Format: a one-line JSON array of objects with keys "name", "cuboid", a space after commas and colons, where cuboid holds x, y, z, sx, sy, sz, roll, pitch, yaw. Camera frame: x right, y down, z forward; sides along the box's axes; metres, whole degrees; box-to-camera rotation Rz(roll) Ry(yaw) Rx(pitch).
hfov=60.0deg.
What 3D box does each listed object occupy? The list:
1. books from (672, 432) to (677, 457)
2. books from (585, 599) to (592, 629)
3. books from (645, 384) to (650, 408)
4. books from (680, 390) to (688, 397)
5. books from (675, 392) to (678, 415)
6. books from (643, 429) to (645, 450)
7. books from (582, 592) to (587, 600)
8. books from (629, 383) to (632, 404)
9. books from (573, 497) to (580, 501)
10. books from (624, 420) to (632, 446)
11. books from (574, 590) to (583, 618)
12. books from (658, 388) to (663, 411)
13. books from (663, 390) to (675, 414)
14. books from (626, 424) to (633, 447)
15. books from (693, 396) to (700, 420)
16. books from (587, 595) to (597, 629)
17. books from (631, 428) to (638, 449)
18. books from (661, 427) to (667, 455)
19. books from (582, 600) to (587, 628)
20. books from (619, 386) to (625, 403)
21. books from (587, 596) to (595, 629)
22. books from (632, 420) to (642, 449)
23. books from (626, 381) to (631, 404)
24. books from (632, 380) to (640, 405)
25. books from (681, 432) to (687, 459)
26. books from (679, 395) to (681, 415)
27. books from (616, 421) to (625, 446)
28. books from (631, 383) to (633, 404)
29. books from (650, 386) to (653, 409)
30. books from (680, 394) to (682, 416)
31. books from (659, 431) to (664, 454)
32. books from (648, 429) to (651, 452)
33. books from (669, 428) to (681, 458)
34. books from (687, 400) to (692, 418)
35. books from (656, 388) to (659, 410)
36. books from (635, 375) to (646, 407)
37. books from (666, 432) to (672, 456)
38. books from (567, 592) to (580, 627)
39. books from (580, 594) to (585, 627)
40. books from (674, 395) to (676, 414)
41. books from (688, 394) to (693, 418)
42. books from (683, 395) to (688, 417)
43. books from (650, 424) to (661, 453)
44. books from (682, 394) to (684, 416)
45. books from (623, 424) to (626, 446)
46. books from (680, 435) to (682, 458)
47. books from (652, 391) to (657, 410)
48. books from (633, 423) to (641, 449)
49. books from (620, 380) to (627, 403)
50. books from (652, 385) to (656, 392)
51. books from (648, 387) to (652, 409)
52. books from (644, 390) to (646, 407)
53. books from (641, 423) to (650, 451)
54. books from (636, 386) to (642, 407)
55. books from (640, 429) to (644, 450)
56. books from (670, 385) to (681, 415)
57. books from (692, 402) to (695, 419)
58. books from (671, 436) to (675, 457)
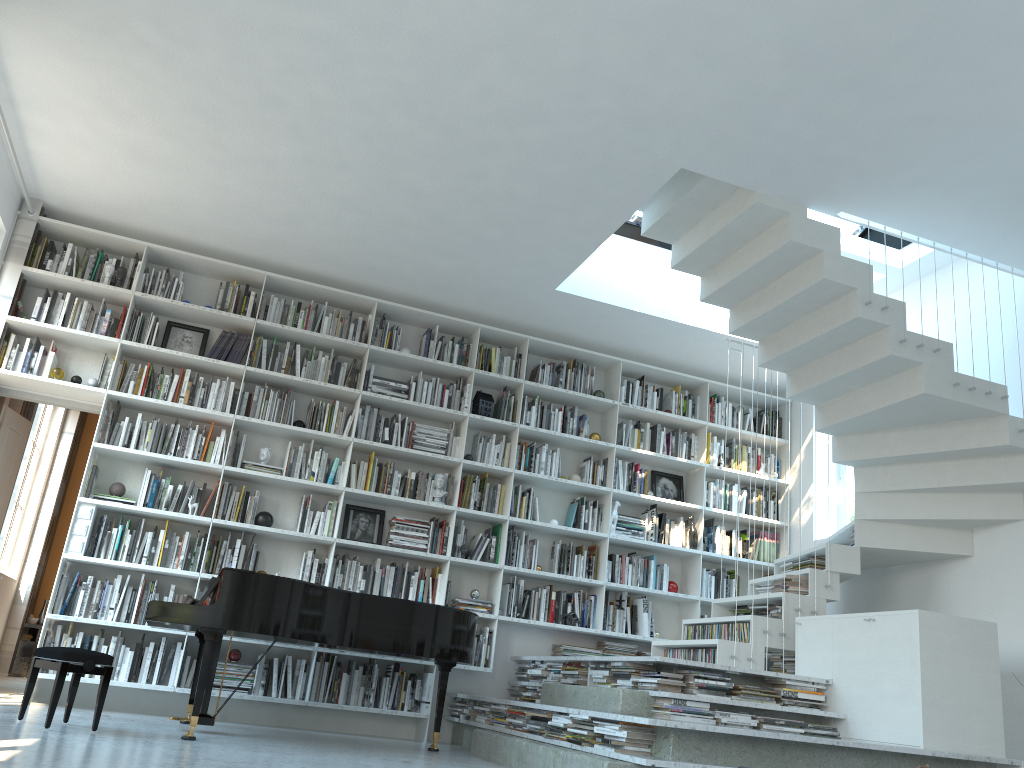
[{"name": "books", "cuboid": [1.360, 0.553, 7.596, 0.023, 0.263, 0.156, 13, -20, -17]}, {"name": "books", "cuboid": [0.569, 1.801, 6.914, 0.025, 0.227, 0.176, 13, -20, -17]}, {"name": "books", "cuboid": [1.129, 0.146, 7.621, 0.014, 0.261, 0.168, 13, -20, -17]}, {"name": "books", "cuboid": [1.489, 0.215, 7.756, 0.020, 0.298, 0.131, 13, -20, -17]}, {"name": "books", "cuboid": [1.385, 0.210, 7.704, 0.016, 0.251, 0.189, 13, -20, -17]}, {"name": "books", "cuboid": [1.080, 0.509, 7.520, 0.024, 0.235, 0.147, 13, -20, -17]}, {"name": "books", "cuboid": [0.544, 1.780, 6.945, 0.012, 0.281, 0.144, 13, -20, -17]}, {"name": "books", "cuboid": [0.968, 0.127, 7.571, 0.024, 0.230, 0.169, 13, -20, -17]}, {"name": "books", "cuboid": [0.511, 1.062, 7.142, 0.016, 0.289, 0.135, 13, -20, -17]}, {"name": "books", "cuboid": [0.941, 0.451, 7.470, 0.052, 0.281, 0.167, 13, -20, -17]}, {"name": "books", "cuboid": [0.506, 1.761, 6.921, 0.013, 0.292, 0.135, 13, -20, -17]}, {"name": "books", "cuboid": [1.248, 0.178, 7.664, 0.030, 0.256, 0.165, 13, -20, -17]}, {"name": "books", "cuboid": [1.357, 0.199, 7.687, 0.019, 0.255, 0.169, 13, -20, -17]}, {"name": "books", "cuboid": [0.972, 0.476, 7.484, 0.026, 0.250, 0.131, 13, -20, -17]}, {"name": "books", "cuboid": [1.592, 0.251, 7.770, 0.026, 0.262, 0.163, 13, -20, -17]}, {"name": "books", "cuboid": [0.616, 1.793, 6.942, 0.025, 0.271, 0.171, 13, -20, -17]}, {"name": "books", "cuboid": [1.002, 0.495, 7.464, 0.025, 0.207, 0.175, 13, -20, -17]}, {"name": "books", "cuboid": [1.271, 0.527, 7.579, 0.048, 0.282, 0.163, 13, -20, -17]}, {"name": "books", "cuboid": [0.537, 1.800, 6.909, 0.013, 0.219, 0.169, 13, -20, -17]}, {"name": "books", "cuboid": [0.901, 0.129, 7.528, 0.022, 0.181, 0.190, 13, -20, -17]}, {"name": "books", "cuboid": [0.592, 1.794, 6.932, 0.026, 0.257, 0.157, 13, -20, -17]}, {"name": "books", "cuboid": [1.044, 0.467, 7.503, 0.011, 0.295, 0.163, 13, -20, -17]}, {"name": "books", "cuboid": [0.948, 0.114, 7.558, 0.026, 0.241, 0.185, 13, -20, -17]}, {"name": "books", "cuboid": [1.030, 0.118, 7.597, 0.048, 0.277, 0.150, 13, -20, -17]}, {"name": "books", "cuboid": [1.436, 0.562, 7.609, 0.036, 0.271, 0.177, 13, -20, -17]}, {"name": "books", "cuboid": [1.420, 0.228, 7.702, 0.007, 0.225, 0.170, 13, -20, -17]}, {"name": "books", "cuboid": [0.897, 0.455, 7.454, 0.012, 0.253, 0.161, 13, -20, -17]}, {"name": "books", "cuboid": [0.987, 0.128, 7.597, 0.027, 0.248, 0.140, 13, -20, -17]}, {"name": "books", "cuboid": [1.162, 0.161, 7.640, 0.021, 0.253, 0.152, 13, -20, -17]}, {"name": "books", "cuboid": [1.435, 0.223, 7.718, 0.031, 0.248, 0.165, 13, -20, -17]}, {"name": "books", "cuboid": [1.226, 0.532, 7.530, 0.030, 0.229, 0.187, 13, -20, -17]}, {"name": "books", "cuboid": [1.130, 0.515, 7.525, 0.025, 0.237, 0.143, 13, -20, -17]}, {"name": "books", "cuboid": [1.387, 0.540, 7.595, 0.022, 0.293, 0.181, 13, -20, -17]}, {"name": "books", "cuboid": [1.511, 0.258, 7.736, 0.029, 0.209, 0.170, 13, -20, -17]}, {"name": "books", "cuboid": [1.224, 0.178, 7.669, 0.012, 0.253, 0.161, 13, -20, -17]}, {"name": "books", "cuboid": [1.093, 0.103, 7.616, 0.014, 0.331, 0.181, 13, -20, -17]}, {"name": "books", "cuboid": [1.306, 0.547, 7.560, 0.014, 0.239, 0.190, 13, -20, -17]}, {"name": "books", "cuboid": [0.469, 1.763, 6.896, 0.070, 0.265, 0.186, 13, -20, -17]}, {"name": "books", "cuboid": [0.520, 1.779, 6.922, 0.021, 0.263, 0.150, 13, -20, -17]}, {"name": "books", "cuboid": [1.367, 0.219, 7.688, 0.008, 0.220, 0.183, 13, -20, -17]}, {"name": "books", "cuboid": [1.534, 0.236, 7.771, 0.025, 0.278, 0.136, 13, -20, -17]}, {"name": "books", "cuboid": [1.475, 0.236, 7.722, 0.018, 0.234, 0.187, 13, -20, -17]}, {"name": "books", "cuboid": [1.176, 0.494, 7.491, 0.032, 0.264, 0.246, 13, -20, -17]}, {"name": "books", "cuboid": [1.453, 0.228, 7.740, 0.017, 0.256, 0.147, 13, -20, -17]}, {"name": "books", "cuboid": [0.909, 0.465, 7.453, 0.013, 0.236, 0.142, 13, -20, -17]}, {"name": "books", "cuboid": [1.409, 0.570, 7.607, 0.011, 0.248, 0.152, 13, -20, -17]}, {"name": "books", "cuboid": [1.185, 0.186, 7.626, 0.024, 0.201, 0.190, 13, -20, -17]}, {"name": "books", "cuboid": [1.027, 0.477, 7.484, 0.026, 0.260, 0.168, 13, -20, -17]}, {"name": "books", "cuboid": [0.923, 0.106, 7.556, 0.025, 0.249, 0.178, 13, -20, -17]}, {"name": "books", "cuboid": [1.196, 0.161, 7.667, 0.012, 0.278, 0.153, 13, -20, -17]}, {"name": "books", "cuboid": [1.144, 0.162, 7.623, 0.022, 0.235, 0.172, 13, -20, -17]}, {"name": "books", "cuboid": [1.099, 0.166, 7.626, 0.030, 0.219, 0.133, 13, -20, -17]}, {"name": "books", "cuboid": [1.113, 0.484, 7.517, 0.026, 0.287, 0.156, 13, -20, -17]}, {"name": "books", "cuboid": [1.063, 0.149, 7.603, 0.031, 0.230, 0.148, 13, -20, -17]}, {"name": "books", "cuboid": [1.059, 0.505, 7.497, 0.030, 0.223, 0.158, 13, -20, -17]}, {"name": "books", "cuboid": [1.416, 0.184, 7.723, 0.007, 0.319, 0.166, 13, -20, -17]}, {"name": "books", "cuboid": [1.555, 0.276, 7.773, 0.031, 0.210, 0.132, 13, -20, -17]}, {"name": "books", "cuboid": [1.335, 0.567, 7.573, 0.031, 0.216, 0.166, 13, -20, -17]}]
